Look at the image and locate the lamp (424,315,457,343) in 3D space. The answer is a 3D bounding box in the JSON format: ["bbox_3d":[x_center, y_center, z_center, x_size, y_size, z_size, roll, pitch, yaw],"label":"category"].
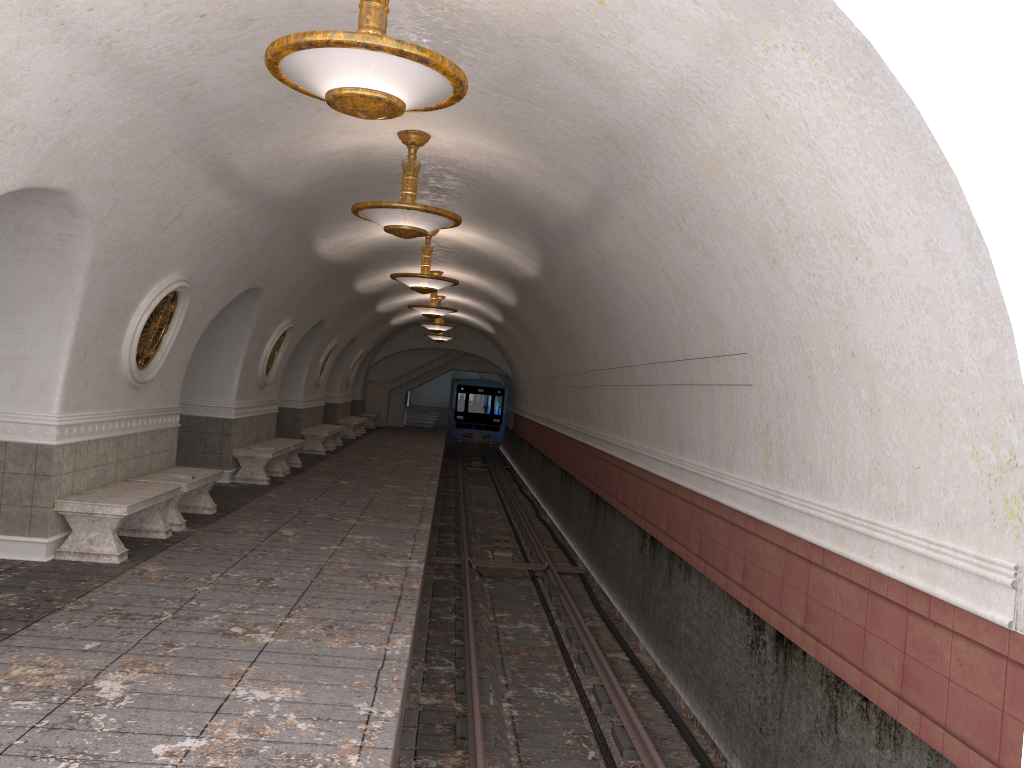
[{"bbox_3d":[-2.192,-1.746,27.413,1.008,0.955,1.008,4,-1,42],"label":"lamp"}]

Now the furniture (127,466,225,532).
[{"bbox_3d":[-3.740,1.263,9.919,0.613,0.508,1.509,5,0,-4],"label":"furniture"}]

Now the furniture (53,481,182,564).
[{"bbox_3d":[-3.631,1.258,8.241,0.613,0.508,1.509,5,0,-4],"label":"furniture"}]

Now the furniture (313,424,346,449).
[{"bbox_3d":[-4.520,1.295,21.924,0.613,0.508,1.509,5,0,-4],"label":"furniture"}]

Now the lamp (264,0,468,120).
[{"bbox_3d":[-0.700,-1.807,4.456,1.008,0.955,1.008,4,-1,42],"label":"lamp"}]

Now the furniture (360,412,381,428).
[{"bbox_3d":[-5.207,1.323,32.485,0.613,0.508,1.509,5,0,-4],"label":"furniture"}]

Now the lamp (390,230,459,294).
[{"bbox_3d":[-1.253,-1.784,12.955,1.008,0.955,1.008,5,-1,-20],"label":"lamp"}]

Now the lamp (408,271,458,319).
[{"bbox_3d":[-1.566,-1.771,17.775,1.008,0.955,1.008,5,0,12],"label":"lamp"}]

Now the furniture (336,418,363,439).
[{"bbox_3d":[-4.798,1.306,26.195,0.613,0.508,1.509,5,0,-4],"label":"furniture"}]

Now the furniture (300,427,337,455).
[{"bbox_3d":[-4.411,1.290,20.246,0.613,0.508,1.509,5,0,-4],"label":"furniture"}]

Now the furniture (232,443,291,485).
[{"bbox_3d":[-4.021,1.274,14.237,0.613,0.508,1.509,5,0,-4],"label":"furniture"}]

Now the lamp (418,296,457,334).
[{"bbox_3d":[-1.879,-1.759,22.593,1.008,0.955,1.008,5,0,12],"label":"lamp"}]

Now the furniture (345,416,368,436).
[{"bbox_3d":[-4.907,1.311,27.873,0.613,0.508,1.509,5,0,-4],"label":"furniture"}]

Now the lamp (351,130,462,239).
[{"bbox_3d":[-0.937,-1.797,8.103,1.008,0.955,1.008,5,-1,-20],"label":"lamp"}]

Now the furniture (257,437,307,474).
[{"bbox_3d":[-4.130,1.279,15.915,0.613,0.508,1.509,5,0,-4],"label":"furniture"}]
